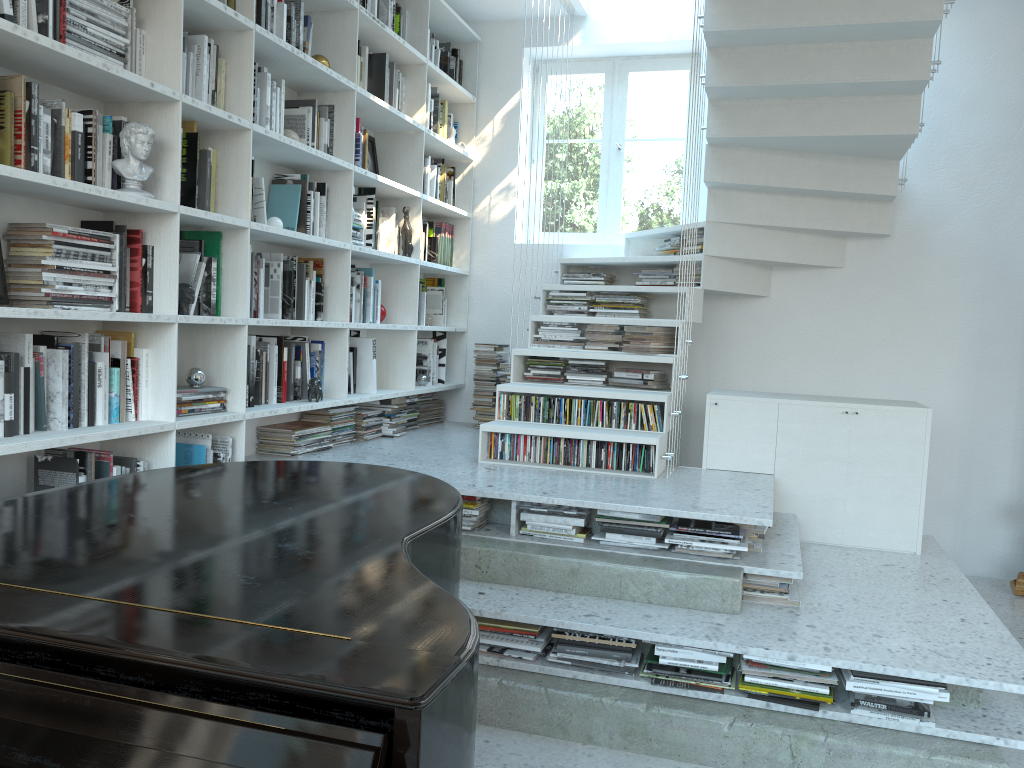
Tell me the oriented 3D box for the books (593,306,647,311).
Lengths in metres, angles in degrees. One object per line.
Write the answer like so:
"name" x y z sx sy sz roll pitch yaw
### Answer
"books" 0.597 -0.412 4.881 0.243 0.014 0.190 5 4 29

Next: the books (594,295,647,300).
"books" 0.602 -0.475 4.880 0.243 0.013 0.191 4 4 27

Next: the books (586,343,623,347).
"books" 0.509 -0.209 4.761 0.177 0.014 0.199 4 4 21

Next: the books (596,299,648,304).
"books" 0.609 -0.456 4.898 0.257 0.011 0.144 4 4 23

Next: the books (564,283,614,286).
"books" 0.471 -0.608 5.415 0.266 0.006 0.173 4 4 25

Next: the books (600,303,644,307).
"books" 0.607 -0.436 4.897 0.196 0.014 0.154 5 4 29

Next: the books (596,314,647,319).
"books" 0.608 -0.373 4.910 0.258 0.013 0.136 5 4 28

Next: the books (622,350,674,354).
"books" 0.713 -0.168 4.634 0.183 0.012 0.206 6 5 44

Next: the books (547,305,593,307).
"books" 0.362 -0.443 5.065 0.292 0.005 0.152 5 4 28

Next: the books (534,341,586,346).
"books" 0.275 -0.226 4.923 0.288 0.017 0.136 4 4 14

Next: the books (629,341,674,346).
"books" 0.729 -0.210 4.615 0.138 0.015 0.214 6 5 44

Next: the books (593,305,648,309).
"books" 0.601 -0.424 4.888 0.261 0.009 0.186 4 4 26

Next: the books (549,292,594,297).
"books" 0.358 -0.506 5.049 0.230 0.015 0.190 5 4 30

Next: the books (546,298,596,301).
"books" 0.360 -0.479 5.056 0.291 0.005 0.168 5 4 34

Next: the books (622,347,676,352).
"books" 0.717 -0.180 4.629 0.215 0.013 0.189 0 5 -41

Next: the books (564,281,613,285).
"books" 0.467 -0.617 5.407 0.253 0.011 0.182 4 4 23

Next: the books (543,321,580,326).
"books" 0.278 -0.334 4.906 0.180 0.014 0.157 4 4 14

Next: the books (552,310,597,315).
"books" 0.363 -0.408 5.071 0.228 0.014 0.149 5 4 28

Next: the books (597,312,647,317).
"books" 0.609 -0.386 4.910 0.249 0.014 0.130 5 4 29

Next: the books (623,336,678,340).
"books" 0.730 -0.238 4.612 0.295 0.007 0.146 -1 5 -43

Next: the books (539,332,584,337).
"books" 0.277 -0.276 4.918 0.230 0.019 0.143 4 4 15

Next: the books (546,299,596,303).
"books" 0.360 -0.472 5.057 0.289 0.008 0.162 5 4 35

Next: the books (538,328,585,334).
"books" 0.277 -0.293 4.912 0.239 0.017 0.149 4 4 14

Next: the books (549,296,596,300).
"books" 0.372 -0.491 5.073 0.298 0.017 0.135 5 4 32

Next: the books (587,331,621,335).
"books" 0.494 -0.275 4.763 0.129 0.012 0.159 5 4 31

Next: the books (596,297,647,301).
"books" 0.605 -0.465 4.889 0.240 0.009 0.174 4 4 25

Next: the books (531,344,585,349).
"books" 0.267 -0.207 4.901 0.287 0.018 0.190 4 4 15

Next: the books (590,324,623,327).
"books" 0.508 -0.314 4.756 0.155 0.009 0.155 4 4 16

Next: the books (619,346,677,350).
"books" 0.710 -0.190 4.636 0.188 0.007 0.254 6 5 44

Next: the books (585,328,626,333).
"books" 0.513 -0.286 4.756 0.156 0.012 0.218 5 4 33

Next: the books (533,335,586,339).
"books" 0.276 -0.260 4.918 0.297 0.012 0.145 4 4 15

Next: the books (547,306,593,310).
"books" 0.358 -0.432 5.059 0.264 0.018 0.166 5 4 35

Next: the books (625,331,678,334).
"books" 0.730 -0.268 4.612 0.254 0.005 0.160 0 5 -41

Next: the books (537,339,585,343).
"books" 0.275 -0.239 4.919 0.254 0.010 0.138 3 4 13

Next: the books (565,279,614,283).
"books" 0.478 -0.628 5.427 0.266 0.010 0.145 4 4 25

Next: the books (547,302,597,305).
"books" 0.357 -0.454 5.055 0.268 0.006 0.170 4 4 27

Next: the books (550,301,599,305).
"books" 0.358 -0.463 5.055 0.231 0.011 0.171 4 4 27

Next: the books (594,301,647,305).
"books" 0.602 -0.446 4.887 0.254 0.007 0.176 4 4 24

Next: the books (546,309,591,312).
"books" 0.356 -0.419 5.059 0.274 0.009 0.176 5 4 29

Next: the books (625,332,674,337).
"books" 0.720 -0.258 4.624 0.184 0.016 0.179 -1 5 -45

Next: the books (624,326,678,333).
"books" 0.725 -0.283 4.617 0.234 0.025 0.157 0 4 -36

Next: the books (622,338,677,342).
"books" 0.720 -0.230 4.625 0.231 0.011 0.171 0 4 -37

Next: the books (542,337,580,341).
"books" 0.273 -0.249 4.910 0.179 0.010 0.160 4 4 19

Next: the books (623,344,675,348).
"books" 0.719 -0.198 4.626 0.222 0.011 0.180 -1 5 -42

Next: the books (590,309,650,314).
"books" 0.597 -0.399 4.883 0.287 0.013 0.182 5 4 30

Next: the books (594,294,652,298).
"books" 0.615 -0.486 4.904 0.298 0.007 0.134 4 4 25

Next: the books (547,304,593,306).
"books" 0.358 -0.448 5.058 0.262 0.006 0.184 5 4 31

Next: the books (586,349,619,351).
"books" 0.484 -0.184 4.772 0.132 0.007 0.162 4 4 25

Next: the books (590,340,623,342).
"books" 0.519 -0.230 4.757 0.181 0.005 0.188 4 4 16

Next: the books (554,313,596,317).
"books" 0.366 -0.394 5.078 0.211 0.014 0.146 5 4 31

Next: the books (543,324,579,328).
"books" 0.276 -0.319 4.905 0.180 0.014 0.157 3 4 12

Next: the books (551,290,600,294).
"books" 0.364 -0.521 5.057 0.235 0.014 0.165 5 4 33

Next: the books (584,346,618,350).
"books" 0.481 -0.196 4.773 0.128 0.016 0.183 4 4 24

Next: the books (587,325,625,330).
"books" 0.512 -0.301 4.755 0.190 0.017 0.166 4 4 19

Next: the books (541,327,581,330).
"books" 0.273 -0.306 4.896 0.203 0.011 0.173 3 4 11

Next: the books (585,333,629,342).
"books" 0.523 -0.250 4.754 0.221 0.036 0.178 4 4 21

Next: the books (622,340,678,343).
"books" 0.729 -0.220 4.614 0.295 0.006 0.146 0 5 -39

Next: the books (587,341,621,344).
"books" 0.495 -0.223 4.766 0.155 0.013 0.139 4 4 18

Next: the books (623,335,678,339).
"books" 0.731 -0.245 4.612 0.295 0.007 0.146 0 5 -39
